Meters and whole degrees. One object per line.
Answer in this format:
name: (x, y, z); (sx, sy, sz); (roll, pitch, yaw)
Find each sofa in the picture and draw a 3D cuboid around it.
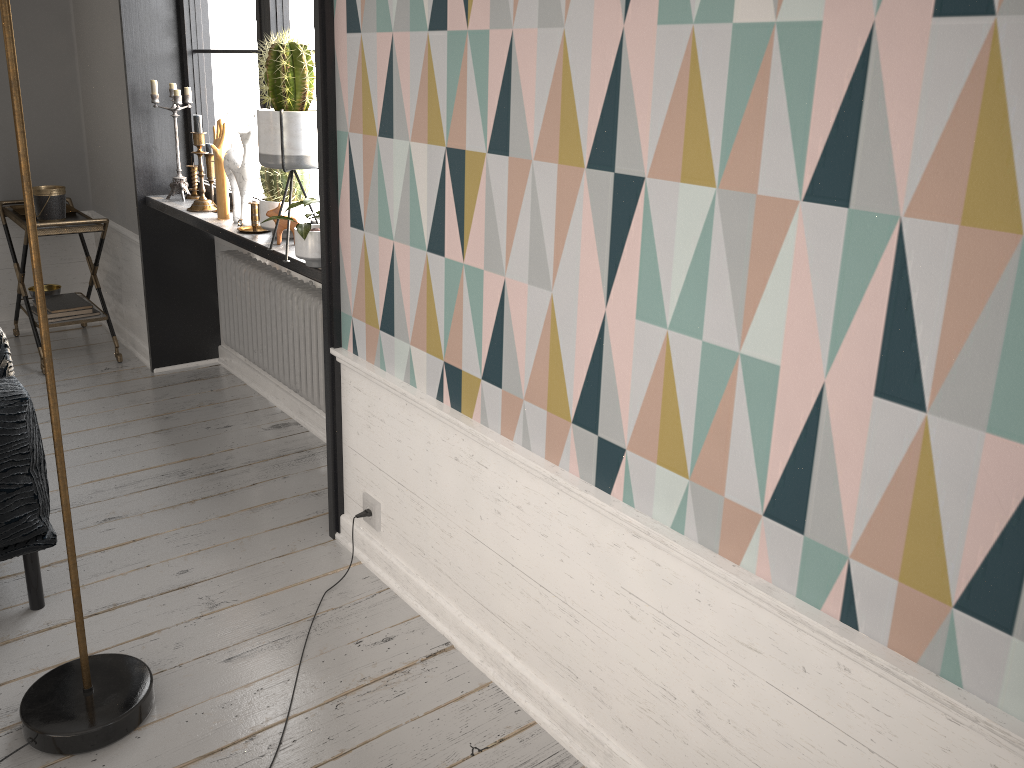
sofa: (-2.194, -0.022, 2.712); (0.976, 0.783, 2.371); (-12, 24, -36)

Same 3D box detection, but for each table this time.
table: (-2.142, -0.487, 4.178); (0.341, 0.667, 0.752); (-11, 22, -36)

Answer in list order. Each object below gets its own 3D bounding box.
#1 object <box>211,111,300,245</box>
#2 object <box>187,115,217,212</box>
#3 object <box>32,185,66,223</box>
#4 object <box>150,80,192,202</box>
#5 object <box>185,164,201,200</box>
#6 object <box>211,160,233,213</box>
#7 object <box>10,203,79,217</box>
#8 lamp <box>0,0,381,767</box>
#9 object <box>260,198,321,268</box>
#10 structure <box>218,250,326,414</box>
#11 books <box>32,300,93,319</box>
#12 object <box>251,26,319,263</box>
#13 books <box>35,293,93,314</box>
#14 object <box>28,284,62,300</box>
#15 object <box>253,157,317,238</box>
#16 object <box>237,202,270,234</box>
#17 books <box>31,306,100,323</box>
object: (-0.887, -0.725, 3.037); (0.135, 0.402, 0.671); (-10, 22, -35)
object: (-1.206, -0.859, 3.424); (0.124, 0.368, 0.125); (-9, 20, -32)
object: (-2.037, -0.786, 3.896); (0.141, 0.157, 0.141); (2, 18, 0)
object: (-1.404, -1.006, 3.654); (0.145, 0.481, 0.165); (1, 17, -2)
object: (-1.346, -0.862, 3.749); (0.085, 0.148, 0.086); (-10, 20, -33)
object: (-1.124, -0.813, 3.411); (0.076, 0.295, 0.077); (0, 17, -7)
object: (-2.225, -0.828, 4.207); (0.248, 0.015, 0.322); (-13, 24, -36)
lamp: (-0.641, -0.093, 1.687); (1.255, 1.671, 0.688); (-12, 22, -38)
object: (-0.574, -0.440, 2.542); (0.248, 0.200, 0.173); (-11, 22, -34)
structure: (-0.840, -0.198, 3.345); (0.150, 0.420, 1.238); (-12, 23, -38)
books: (-2.104, -0.362, 4.140); (0.203, 0.022, 0.302); (-12, 24, -35)
object: (-0.652, -0.713, 2.624); (0.236, 0.658, 0.232); (9, 18, 21)
books: (-2.099, -0.381, 4.141); (0.179, 0.013, 0.297); (-14, 25, -38)
object: (-2.267, -0.433, 4.301); (0.147, 0.072, 0.147); (16, 23, 35)
object: (-0.756, -0.635, 2.962); (0.235, 0.278, 0.216); (10, 19, 25)
object: (-0.892, -0.578, 3.065); (0.123, 0.097, 0.125); (-3, 19, -15)
books: (-2.096, -0.342, 4.140); (0.232, 0.016, 0.288); (-16, 26, -41)
